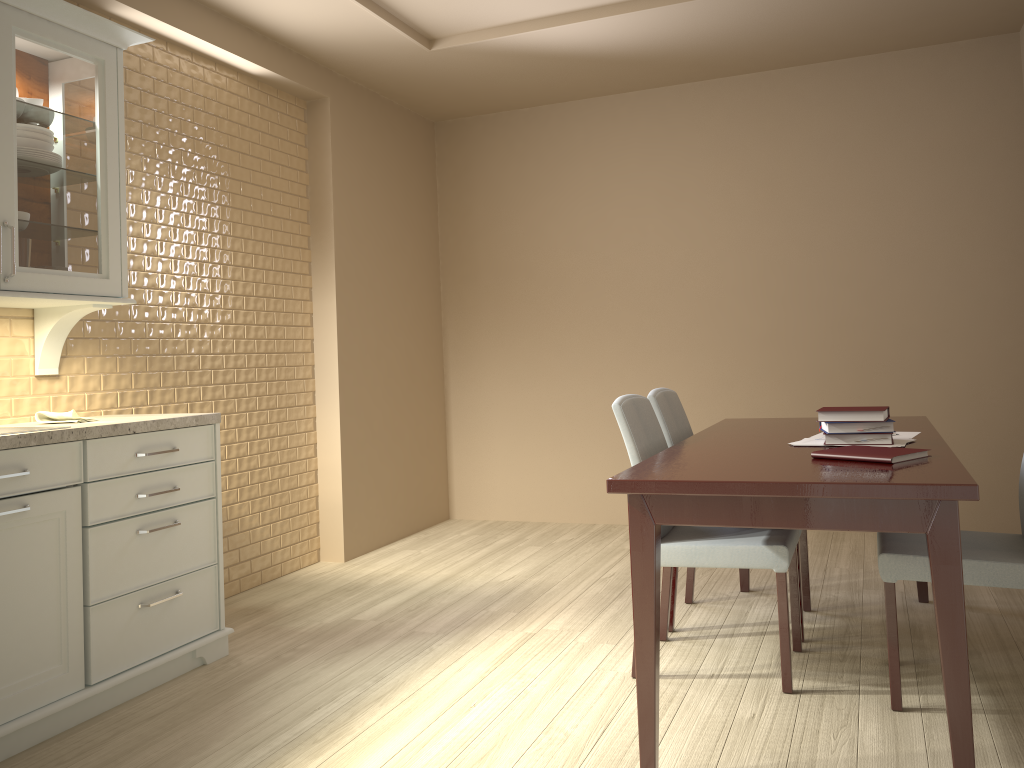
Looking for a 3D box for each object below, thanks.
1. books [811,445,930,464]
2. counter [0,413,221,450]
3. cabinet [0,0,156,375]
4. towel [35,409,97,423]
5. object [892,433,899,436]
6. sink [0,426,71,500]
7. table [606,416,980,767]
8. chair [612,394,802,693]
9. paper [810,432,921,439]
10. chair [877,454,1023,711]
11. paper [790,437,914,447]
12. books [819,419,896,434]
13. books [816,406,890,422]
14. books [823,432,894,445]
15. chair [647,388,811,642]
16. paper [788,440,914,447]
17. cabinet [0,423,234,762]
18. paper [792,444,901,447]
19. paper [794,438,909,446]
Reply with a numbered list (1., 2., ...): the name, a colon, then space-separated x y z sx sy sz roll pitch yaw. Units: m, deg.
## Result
1. books: 0.892 0.174 2.199 0.194 0.017 0.214 -4 2 -38
2. counter: -1.649 0.169 2.105 0.522 0.035 2.198 -2 2 22
3. cabinet: -1.730 -0.557 2.141 0.410 1.115 1.928 -3 0 22
4. towel: -1.401 0.104 2.808 0.171 0.051 0.164 -2 1 8
5. object: 1.098 0.153 2.701 0.158 0.012 0.011 -2 0 17
6. sink: -1.502 0.343 2.332 0.379 0.416 0.484 -3 0 22
7. table: 0.904 0.509 2.657 0.750 0.681 1.759 -2 1 22
8. chair: 0.609 0.442 2.736 0.505 0.830 0.399 -3 -2 22
9. paper: 1.099 0.158 2.747 0.290 0.001 0.210 -1 2 32
10. chair: 1.270 0.424 2.418 0.505 0.830 0.399 -3 -2 22
11. paper: 0.974 0.165 2.537 0.290 0.001 0.210 -1 2 37
12. books: 0.979 0.117 2.516 0.182 0.032 0.164 -2 2 12
13. books: 0.972 0.085 2.520 0.182 0.032 0.164 -2 2 27
14. books: 0.985 0.149 2.514 0.182 0.032 0.164 -2 2 22
15. chair: 0.781 0.423 3.158 0.505 0.830 0.399 -3 -2 22
16. paper: 0.974 0.166 2.537 0.289 0.001 0.210 -1 2 42
17. cabinet: -1.667 0.573 2.112 0.637 0.795 2.220 -3 1 22
18. paper: 0.974 0.167 2.537 0.290 0.001 0.210 -1 2 32
19. paper: 0.974 0.166 2.537 0.290 0.001 0.210 -2 2 27
